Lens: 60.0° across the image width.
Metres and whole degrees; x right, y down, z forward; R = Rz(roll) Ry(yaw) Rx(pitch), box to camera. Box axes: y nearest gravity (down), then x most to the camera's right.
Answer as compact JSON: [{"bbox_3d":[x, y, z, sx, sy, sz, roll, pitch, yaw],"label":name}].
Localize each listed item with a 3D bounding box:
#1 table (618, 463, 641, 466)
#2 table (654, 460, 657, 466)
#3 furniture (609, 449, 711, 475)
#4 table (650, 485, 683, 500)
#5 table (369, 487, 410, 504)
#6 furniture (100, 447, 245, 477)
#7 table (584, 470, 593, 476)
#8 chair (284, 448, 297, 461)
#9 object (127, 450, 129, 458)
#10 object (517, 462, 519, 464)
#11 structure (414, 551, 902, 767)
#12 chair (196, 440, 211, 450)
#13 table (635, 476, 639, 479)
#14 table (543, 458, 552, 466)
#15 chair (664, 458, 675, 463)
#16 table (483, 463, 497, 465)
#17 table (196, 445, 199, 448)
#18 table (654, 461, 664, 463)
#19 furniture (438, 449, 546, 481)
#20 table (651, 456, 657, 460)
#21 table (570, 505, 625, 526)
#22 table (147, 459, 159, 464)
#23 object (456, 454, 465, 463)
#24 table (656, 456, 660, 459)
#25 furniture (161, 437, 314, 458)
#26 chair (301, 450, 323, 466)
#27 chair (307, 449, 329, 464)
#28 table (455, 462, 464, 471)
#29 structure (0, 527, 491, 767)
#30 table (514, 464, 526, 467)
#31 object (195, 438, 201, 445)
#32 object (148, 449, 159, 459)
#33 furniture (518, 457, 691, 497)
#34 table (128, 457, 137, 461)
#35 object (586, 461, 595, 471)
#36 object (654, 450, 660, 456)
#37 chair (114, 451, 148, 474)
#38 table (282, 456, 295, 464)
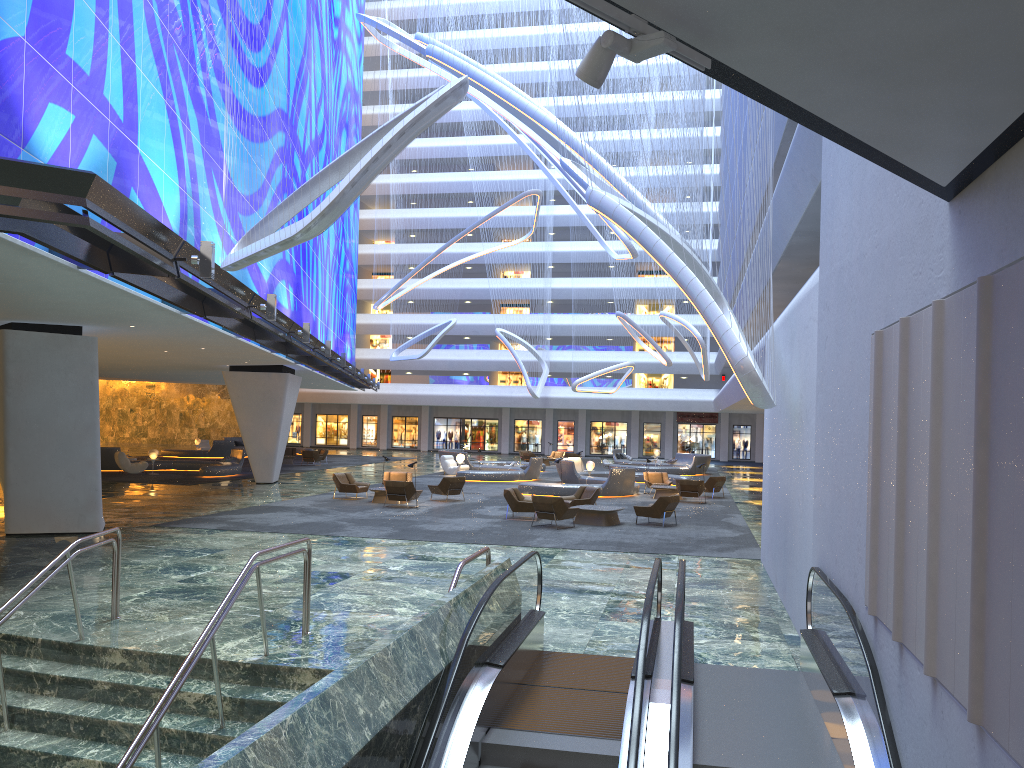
[{"bbox_3d":[6.218,4.396,46.701,1.203,0.392,1.204,1,-2,12],"label":"table"},{"bbox_3d":[7.664,4.351,47.414,0.418,0.595,0.428,1,-1,8],"label":"table"},{"bbox_3d":[7.998,4.192,48.215,5.184,0.969,9.935,1,-2,8],"label":"furniture"},{"bbox_3d":[5.284,3.678,30.006,1.203,0.392,1.204,1,-2,11],"label":"table"},{"bbox_3d":[-3.544,3.279,26.072,1.203,0.392,1.204,1,-2,12],"label":"table"},{"bbox_3d":[-15.551,3.091,36.814,9.924,0.969,5.190,0,-3,28],"label":"furniture"},{"bbox_3d":[3.027,3.705,34.842,0.418,0.595,0.428,1,-1,11],"label":"table"},{"bbox_3d":[-11.743,3.722,46.336,0.929,0.766,0.939,2,-2,-15],"label":"chair"},{"bbox_3d":[-16.989,3.084,39.200,0.076,0.355,0.066,1,0,4],"label":"object"},{"bbox_3d":[0.271,3.812,42.783,0.071,0.118,0.151,1,-2,22],"label":"object"},{"bbox_3d":[-0.326,5.520,0.045,3.016,8.235,19.846,1,-2,12],"label":"structure"},{"bbox_3d":[-18.113,3.738,52.210,0.729,0.881,1.157,2,-2,-34],"label":"chair"},{"bbox_3d":[4.484,3.889,35.605,1.203,0.392,1.204,1,-2,12],"label":"table"},{"bbox_3d":[1.571,4.419,50.234,1.204,0.392,1.203,4,-3,-43],"label":"table"},{"bbox_3d":[9.050,4.393,49.145,0.938,0.766,0.930,0,-2,45],"label":"chair"},{"bbox_3d":[-1.049,4.037,42.747,0.673,0.406,0.671,0,-2,31],"label":"table"},{"bbox_3d":[-18.256,3.820,51.282,0.418,0.595,0.428,1,-1,11],"label":"table"},{"bbox_3d":[8.395,4.620,50.725,0.671,0.406,0.674,1,-2,8],"label":"table"},{"bbox_3d":[-1.122,3.630,40.530,5.185,0.969,9.935,1,-2,4],"label":"furniture"},{"bbox_3d":[8.417,4.567,52.125,0.418,0.595,0.427,2,-1,-35],"label":"table"},{"bbox_3d":[2.112,3.259,21.972,1.203,0.392,1.204,0,-3,30],"label":"table"},{"bbox_3d":[-14.126,3.250,34.904,0.427,0.595,0.418,1,-1,11],"label":"table"},{"bbox_3d":[-2.225,3.224,38.472,0.367,0.387,0.318,2,-1,-6],"label":"object"},{"bbox_3d":[8.700,4.634,53.361,0.418,0.595,0.428,2,-1,-14],"label":"table"},{"bbox_3d":[-16.342,3.730,52.714,5.184,0.969,9.936,0,-3,28],"label":"furniture"},{"bbox_3d":[-9.963,3.671,43.983,0.929,0.766,0.939,1,-2,10],"label":"chair"},{"bbox_3d":[-10.070,3.750,45.945,0.939,0.766,0.929,3,-2,-40],"label":"chair"},{"bbox_3d":[-2.272,3.713,38.430,0.418,0.595,0.428,2,-1,-14],"label":"table"},{"bbox_3d":[-6.717,5.418,0.898,9.303,8.396,19.750,1,-2,12],"label":"structure"},{"bbox_3d":[0.466,4.076,42.721,0.674,0.406,0.671,2,-2,-26],"label":"table"},{"bbox_3d":[-18.196,3.332,51.307,0.367,0.387,0.318,1,-1,19],"label":"object"},{"bbox_3d":[-14.134,2.761,34.954,0.318,0.387,0.367,1,-1,19],"label":"object"},{"bbox_3d":[3.224,3.469,33.845,5.184,0.969,9.936,0,-3,28],"label":"furniture"},{"bbox_3d":[-16.860,3.468,39.202,0.671,0.406,0.674,2,-2,-1],"label":"table"},{"bbox_3d":[3.087,3.216,34.866,0.367,0.387,0.318,1,-1,19],"label":"object"},{"bbox_3d":[8.746,4.146,53.403,0.367,0.387,0.318,2,-1,-6],"label":"object"},{"bbox_3d":[-15.049,3.107,35.044,1.158,0.881,0.729,3,-2,-34],"label":"chair"},{"bbox_3d":[-11.589,3.842,44.798,1.203,0.392,1.203,2,-2,-24],"label":"table"}]
